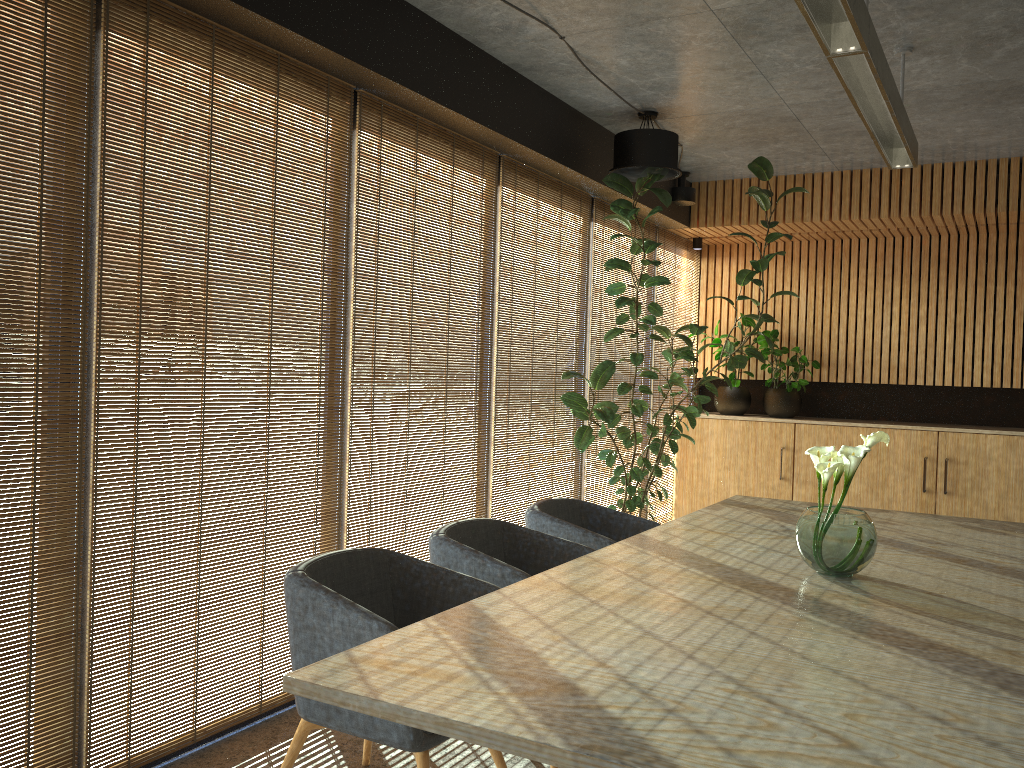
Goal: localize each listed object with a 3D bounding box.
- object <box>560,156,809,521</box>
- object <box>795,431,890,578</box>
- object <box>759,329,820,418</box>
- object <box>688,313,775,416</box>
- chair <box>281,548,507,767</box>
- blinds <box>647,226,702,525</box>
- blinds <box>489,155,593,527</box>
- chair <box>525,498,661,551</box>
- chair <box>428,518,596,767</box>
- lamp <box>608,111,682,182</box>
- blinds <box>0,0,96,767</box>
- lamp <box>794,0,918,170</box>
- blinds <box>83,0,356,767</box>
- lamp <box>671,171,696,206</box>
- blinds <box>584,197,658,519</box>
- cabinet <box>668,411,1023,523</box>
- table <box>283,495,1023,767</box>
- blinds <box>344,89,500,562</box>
[{"bbox_3d":[1.089,-0.053,7.078,1.875,3.266,1.958,1,1,-22],"label":"object"},{"bbox_3d":[1.235,0.444,3.358,0.295,0.546,0.322,3,1,39],"label":"object"},{"bbox_3d":[2.662,-0.105,8.834,0.679,0.880,0.512,2,1,33],"label":"object"},{"bbox_3d":[2.225,-0.211,9.097,0.640,1.054,0.666,2,1,-19],"label":"object"},{"bbox_3d":[-0.420,1.123,3.229,0.761,0.944,0.706,2,1,29],"label":"chair"},{"bbox_3d":[1.681,0.014,9.044,0.039,3.038,1.422,2,1,29],"label":"blinds"},{"bbox_3d":[0.232,0.008,6.461,0.039,3.038,1.422,2,1,29],"label":"blinds"},{"bbox_3d":[0.461,1.126,4.797,0.761,0.944,0.706,2,1,29],"label":"chair"},{"bbox_3d":[0.020,1.124,4.013,0.761,0.944,0.706,2,1,29],"label":"chair"},{"bbox_3d":[0.945,-1.690,6.252,0.513,0.497,0.513,2,1,0],"label":"lamp"},{"bbox_3d":[-1.914,0.000,2.638,0.039,3.038,1.422,2,1,29],"label":"blinds"},{"bbox_3d":[1.271,-1.547,3.332,0.151,0.618,4.009,2,1,29],"label":"lamp"},{"bbox_3d":[-2.117,0.030,1.469,1.388,3.075,6.486,2,1,11],"label":"blinds"},{"bbox_3d":[3.249,-1.716,7.088,4.179,0.294,0.257,2,1,29],"label":"lamp"},{"bbox_3d":[0.963,0.011,7.764,0.039,3.038,1.422,2,1,29],"label":"blinds"},{"bbox_3d":[3.951,1.021,8.224,4.954,1.272,1.006,2,1,29],"label":"cabinet"},{"bbox_3d":[1.204,1.180,3.349,1.816,0.927,3.932,2,1,29],"label":"table"},{"bbox_3d":[-0.487,0.005,5.181,0.039,3.038,1.422,2,1,29],"label":"blinds"}]
